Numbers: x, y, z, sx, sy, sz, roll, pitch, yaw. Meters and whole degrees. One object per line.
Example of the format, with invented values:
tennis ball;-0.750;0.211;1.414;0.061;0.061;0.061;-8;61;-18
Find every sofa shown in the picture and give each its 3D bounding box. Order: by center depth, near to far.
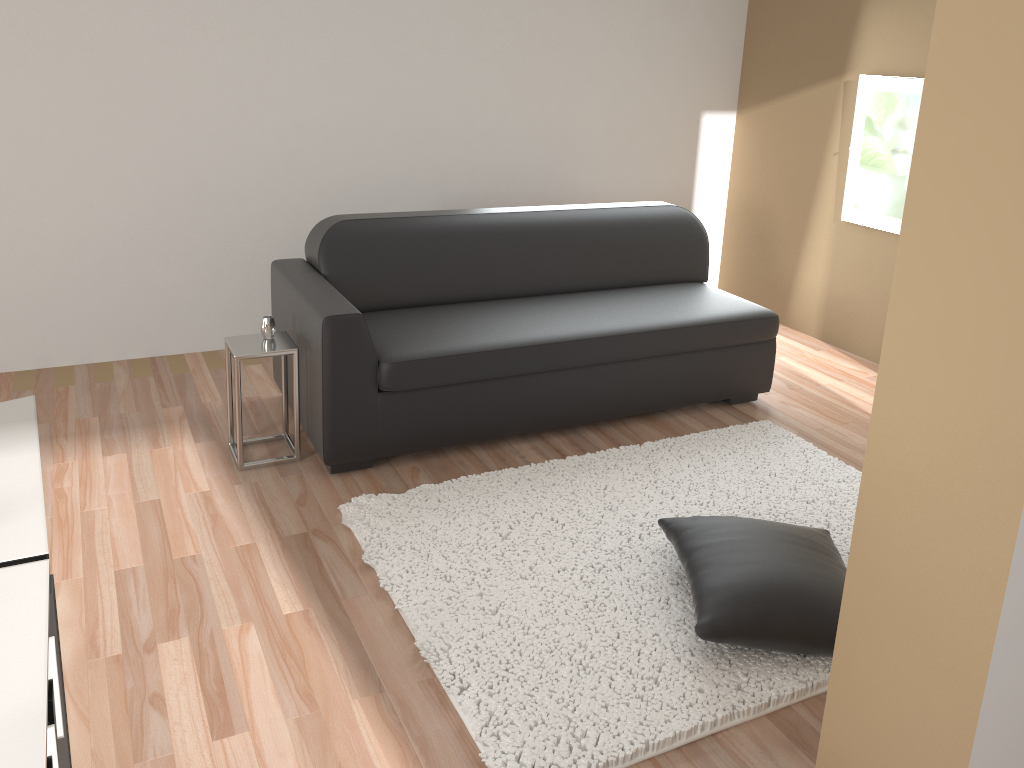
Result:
sofa;0.120;-0.328;4.099;2.269;0.809;0.980;-8;21;-26

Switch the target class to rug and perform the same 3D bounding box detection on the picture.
rug;0.570;0.547;2.968;2.035;0.044;1.493;-8;23;-26

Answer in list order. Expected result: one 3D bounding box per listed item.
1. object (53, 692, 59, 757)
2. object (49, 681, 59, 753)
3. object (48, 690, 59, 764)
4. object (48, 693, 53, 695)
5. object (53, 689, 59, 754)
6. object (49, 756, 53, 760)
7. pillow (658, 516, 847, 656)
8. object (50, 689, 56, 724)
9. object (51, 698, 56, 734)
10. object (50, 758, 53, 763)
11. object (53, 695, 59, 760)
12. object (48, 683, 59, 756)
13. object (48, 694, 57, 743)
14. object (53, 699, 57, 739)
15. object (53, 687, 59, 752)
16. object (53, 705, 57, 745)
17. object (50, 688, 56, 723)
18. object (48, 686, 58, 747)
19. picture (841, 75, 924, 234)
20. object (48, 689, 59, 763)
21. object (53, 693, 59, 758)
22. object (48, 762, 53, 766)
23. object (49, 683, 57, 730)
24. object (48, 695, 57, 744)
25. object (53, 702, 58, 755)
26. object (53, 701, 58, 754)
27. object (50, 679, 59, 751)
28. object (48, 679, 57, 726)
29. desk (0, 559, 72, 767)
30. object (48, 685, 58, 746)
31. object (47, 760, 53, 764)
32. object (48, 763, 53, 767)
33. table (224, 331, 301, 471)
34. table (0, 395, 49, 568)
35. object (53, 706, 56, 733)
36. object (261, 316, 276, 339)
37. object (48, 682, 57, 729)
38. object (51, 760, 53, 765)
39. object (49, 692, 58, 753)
object;-0.803;0.559;1.406;0.133;0.110;0.041;-7;18;-26
object;-0.808;0.555;1.414;0.133;0.110;0.041;-7;18;-26
object;-0.797;0.563;1.394;0.133;0.110;0.041;-7;18;-26
object;-0.794;0.566;1.388;0.133;0.110;0.041;-7;18;-26
object;-0.807;0.556;1.412;0.133;0.110;0.041;-7;18;-26
object;-0.731;0.616;1.265;0.133;0.110;0.041;-7;18;-26
pillow;0.774;0.580;2.639;0.581;0.203;0.631;2;20;-2
object;-0.798;0.563;1.396;0.133;0.110;0.041;-7;18;-26
object;-0.788;0.571;1.376;0.133;0.110;0.041;-7;18;-26
object;-0.729;0.618;1.261;0.133;0.110;0.041;-7;18;-26
object;-0.800;0.561;1.400;0.133;0.110;0.041;-7;18;-26
object;-0.805;0.558;1.408;0.133;0.110;0.041;-7;18;-26
object;-0.792;0.568;1.384;0.133;0.110;0.041;-7;18;-26
object;-0.796;0.564;1.392;0.133;0.110;0.041;-7;18;-26
object;-0.809;0.555;1.416;0.133;0.110;0.041;-7;18;-26
object;-0.790;0.569;1.380;0.133;0.110;0.041;-7;18;-26
object;-0.799;0.562;1.398;0.133;0.110;0.041;-7;18;-26
object;-0.801;0.560;1.402;0.133;0.110;0.041;-7;18;-26
picture;2.082;-1.182;4.603;0.019;0.790;0.840;-5;19;-26
object;-0.798;0.563;1.396;0.133;0.110;0.041;-7;18;-26
object;-0.802;0.559;1.404;0.133;0.110;0.041;-7;18;-26
object;-0.726;0.620;1.255;0.133;0.110;0.041;-7;18;-26
object;-0.805;0.557;1.410;0.133;0.110;0.041;-7;18;-26
object;-0.791;0.568;1.382;0.133;0.110;0.041;-7;18;-26
object;-0.793;0.567;1.386;0.133;0.110;0.041;-7;18;-26
object;-0.794;0.566;1.388;0.133;0.110;0.041;-7;18;-26
object;-0.810;0.554;1.418;0.133;0.110;0.041;-7;18;-26
object;-0.809;0.554;1.418;0.133;0.110;0.041;-7;18;-26
desk;-0.845;0.965;0.798;0.808;0.664;1.650;-6;22;-25
object;-0.802;0.559;1.404;0.133;0.110;0.041;-7;18;-26
object;-0.728;0.618;1.259;0.133;0.110;0.041;-7;18;-26
object;-0.725;0.621;1.253;0.133;0.110;0.041;-7;18;-26
table;-0.981;0.060;3.465;0.239;0.455;0.233;-5;18;-26
table;-1.455;0.556;1.797;0.931;0.666;0.834;-8;21;-28
object;-0.789;0.570;1.378;0.133;0.110;0.041;-7;18;-26
object;-0.956;-0.222;3.454;0.058;0.083;0.058;13;20;31
object;-0.806;0.556;1.412;0.133;0.110;0.041;-7;18;-26
object;-0.727;0.619;1.257;0.133;0.110;0.041;-7;18;-26
object;-0.795;0.565;1.390;0.133;0.110;0.041;-7;18;-26
